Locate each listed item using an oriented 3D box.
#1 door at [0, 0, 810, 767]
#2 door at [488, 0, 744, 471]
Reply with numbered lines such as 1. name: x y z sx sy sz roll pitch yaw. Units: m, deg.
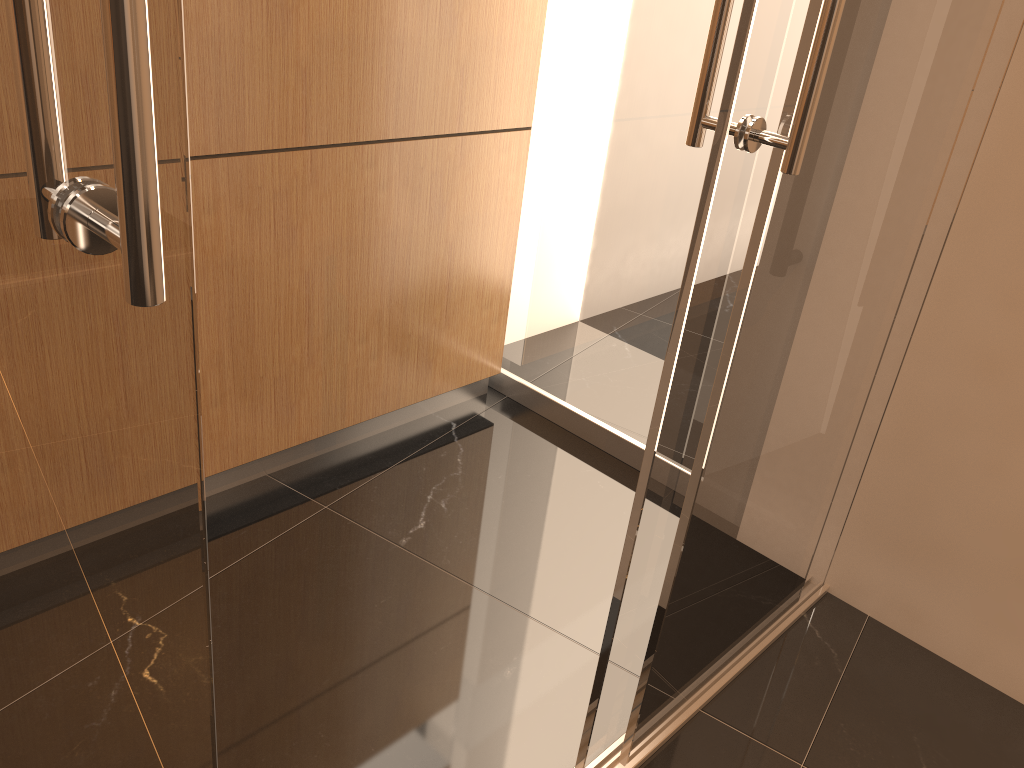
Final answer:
1. door: 0.035 -0.588 0.743 0.098 3.285 2.473 29 34 35
2. door: 0.357 -1.094 2.257 1.249 2.882 0.134 29 34 35
